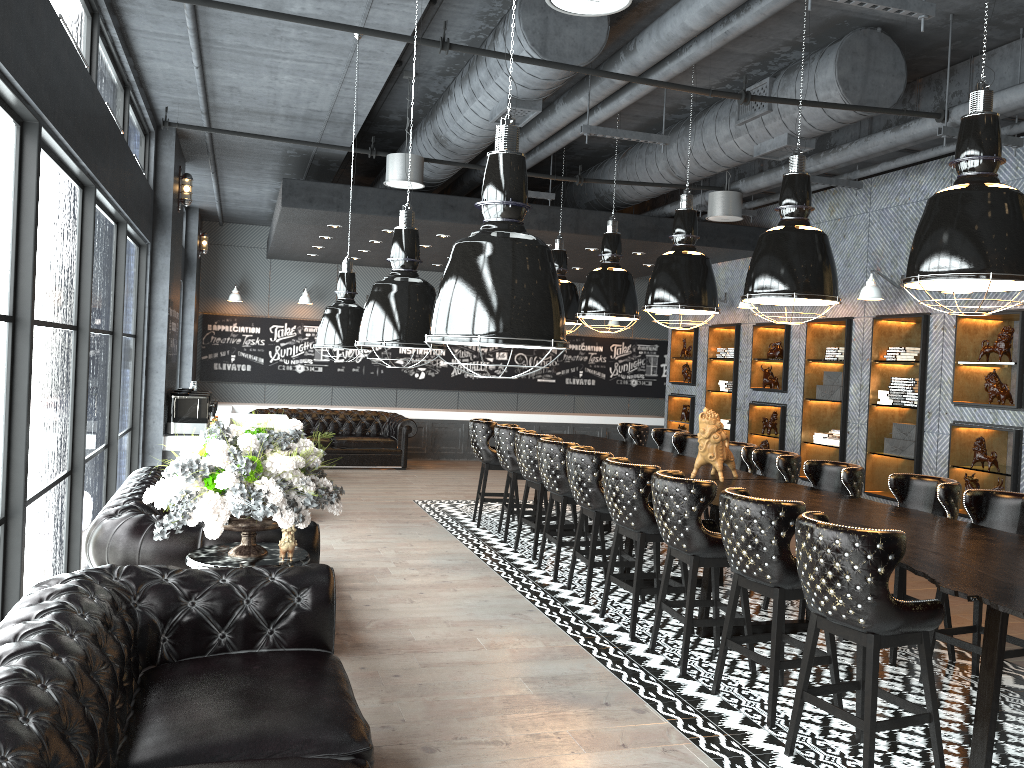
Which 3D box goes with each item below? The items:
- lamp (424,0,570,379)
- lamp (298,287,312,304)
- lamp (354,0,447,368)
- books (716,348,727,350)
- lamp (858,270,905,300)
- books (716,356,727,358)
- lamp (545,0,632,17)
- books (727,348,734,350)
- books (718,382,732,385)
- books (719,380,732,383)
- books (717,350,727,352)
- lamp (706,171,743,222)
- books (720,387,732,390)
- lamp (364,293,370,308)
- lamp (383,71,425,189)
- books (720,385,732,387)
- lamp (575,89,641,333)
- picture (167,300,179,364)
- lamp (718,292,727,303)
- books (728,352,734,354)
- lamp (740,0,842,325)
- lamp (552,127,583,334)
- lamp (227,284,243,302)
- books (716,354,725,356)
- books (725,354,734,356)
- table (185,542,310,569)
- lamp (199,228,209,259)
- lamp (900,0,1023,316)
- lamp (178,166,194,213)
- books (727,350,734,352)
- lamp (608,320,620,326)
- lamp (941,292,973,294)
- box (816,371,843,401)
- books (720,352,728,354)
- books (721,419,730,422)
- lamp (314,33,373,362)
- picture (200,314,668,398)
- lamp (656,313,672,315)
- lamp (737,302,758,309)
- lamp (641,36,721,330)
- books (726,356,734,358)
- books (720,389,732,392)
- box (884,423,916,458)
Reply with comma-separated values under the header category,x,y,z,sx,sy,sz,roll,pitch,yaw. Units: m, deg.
category,x,y,z,sx,sy,sz,roll,pitch,yaw
lamp,0.007,-1.091,2.357,0.391,2.153,0.391,3,1,28
lamp,-3.450,-1.490,14.934,0.243,0.287,0.490,3,1,-1
lamp,-0.428,-1.148,3.777,0.391,2.161,0.391,3,1,28
books,2.942,-0.475,12.106,0.193,0.028,0.245,2,1,-20
lamp,3.625,-0.964,8.648,0.489,0.287,0.244,3,1,-1
books,2.936,-0.362,12.108,0.193,0.028,0.245,2,1,-13
lamp,0.357,-2.183,3.859,0.381,1.030,0.380,2,1,-28
books,3.028,-0.465,11.832,0.245,0.028,0.193,4,2,45
books,2.936,0.001,11.956,0.245,0.028,0.193,2,1,-14
books,2.949,-0.026,11.959,0.245,0.028,0.193,2,1,-24
books,2.940,-0.447,12.107,0.193,0.028,0.245,2,1,-12
lamp,2.223,-2.223,9.172,0.380,1.045,0.381,3,1,9
books,2.941,0.059,11.896,0.245,0.028,0.193,3,1,-8
lamp,-2.420,-1.419,15.252,0.243,0.287,0.490,3,1,-1
lamp,-0.971,-2.352,8.188,0.380,1.045,0.381,3,1,41
books,2.951,0.031,11.940,0.245,0.028,0.193,2,1,-17
lamp,0.958,-1.637,8.414,0.621,2.302,0.621,3,1,28
picture,-3.611,-0.540,9.345,0.086,0.634,1.390,2,1,-17
lamp,2.647,-1.119,11.840,0.489,0.287,0.244,3,1,-1
books,3.055,-0.408,11.860,0.193,0.028,0.245,2,2,-35
lamp,1.815,-1.533,5.623,0.621,2.302,0.621,3,1,28
lamp,0.530,-1.689,9.809,0.621,2.302,0.621,3,1,28
lamp,-4.521,-1.498,14.605,0.243,0.287,0.490,3,1,-1
books,2.922,-0.392,12.125,0.193,0.028,0.245,3,1,-5
books,3.003,-0.381,11.842,0.193,0.028,0.245,2,1,-30
table,-1.280,1.178,4.264,0.572,0.726,0.572,3,1,36
lamp,-4.861,-2.215,13.999,0.139,0.480,0.145,2,1,-17
lamp,2.243,-1.481,4.228,0.621,2.302,0.621,3,1,28
lamp,-3.427,-2.041,9.325,0.139,0.480,0.145,2,1,-17
books,3.026,-0.436,11.833,0.193,0.028,0.245,2,2,-37
lamp,1.895,-1.237,16.582,0.243,0.287,0.490,3,1,-1
lamp,3.944,-0.923,7.608,0.489,0.287,0.244,3,1,-1
box,3.610,0.021,9.893,0.298,0.315,0.419,2,1,-17
books,2.977,-0.417,12.119,0.193,0.028,0.245,2,1,-10
books,2.933,0.497,11.975,0.225,0.029,0.179,2,2,-34
lamp,-1.067,-1.226,5.858,0.391,2.161,0.391,3,1,28
picture,0.794,-0.365,16.568,12.463,1.103,0.200,2,1,-17
lamp,2.328,-1.147,12.876,0.489,0.287,0.244,3,1,-1
lamp,2.984,-1.060,10.738,0.489,0.287,0.244,3,1,-1
lamp,1.386,-1.585,7.019,0.621,2.302,0.621,3,1,28
books,3.022,-0.352,11.834,0.193,0.028,0.245,2,2,-38
books,2.959,0.087,11.944,0.245,0.028,0.193,2,1,-21
box,3.926,0.555,8.834,0.323,0.315,0.419,2,1,-17
